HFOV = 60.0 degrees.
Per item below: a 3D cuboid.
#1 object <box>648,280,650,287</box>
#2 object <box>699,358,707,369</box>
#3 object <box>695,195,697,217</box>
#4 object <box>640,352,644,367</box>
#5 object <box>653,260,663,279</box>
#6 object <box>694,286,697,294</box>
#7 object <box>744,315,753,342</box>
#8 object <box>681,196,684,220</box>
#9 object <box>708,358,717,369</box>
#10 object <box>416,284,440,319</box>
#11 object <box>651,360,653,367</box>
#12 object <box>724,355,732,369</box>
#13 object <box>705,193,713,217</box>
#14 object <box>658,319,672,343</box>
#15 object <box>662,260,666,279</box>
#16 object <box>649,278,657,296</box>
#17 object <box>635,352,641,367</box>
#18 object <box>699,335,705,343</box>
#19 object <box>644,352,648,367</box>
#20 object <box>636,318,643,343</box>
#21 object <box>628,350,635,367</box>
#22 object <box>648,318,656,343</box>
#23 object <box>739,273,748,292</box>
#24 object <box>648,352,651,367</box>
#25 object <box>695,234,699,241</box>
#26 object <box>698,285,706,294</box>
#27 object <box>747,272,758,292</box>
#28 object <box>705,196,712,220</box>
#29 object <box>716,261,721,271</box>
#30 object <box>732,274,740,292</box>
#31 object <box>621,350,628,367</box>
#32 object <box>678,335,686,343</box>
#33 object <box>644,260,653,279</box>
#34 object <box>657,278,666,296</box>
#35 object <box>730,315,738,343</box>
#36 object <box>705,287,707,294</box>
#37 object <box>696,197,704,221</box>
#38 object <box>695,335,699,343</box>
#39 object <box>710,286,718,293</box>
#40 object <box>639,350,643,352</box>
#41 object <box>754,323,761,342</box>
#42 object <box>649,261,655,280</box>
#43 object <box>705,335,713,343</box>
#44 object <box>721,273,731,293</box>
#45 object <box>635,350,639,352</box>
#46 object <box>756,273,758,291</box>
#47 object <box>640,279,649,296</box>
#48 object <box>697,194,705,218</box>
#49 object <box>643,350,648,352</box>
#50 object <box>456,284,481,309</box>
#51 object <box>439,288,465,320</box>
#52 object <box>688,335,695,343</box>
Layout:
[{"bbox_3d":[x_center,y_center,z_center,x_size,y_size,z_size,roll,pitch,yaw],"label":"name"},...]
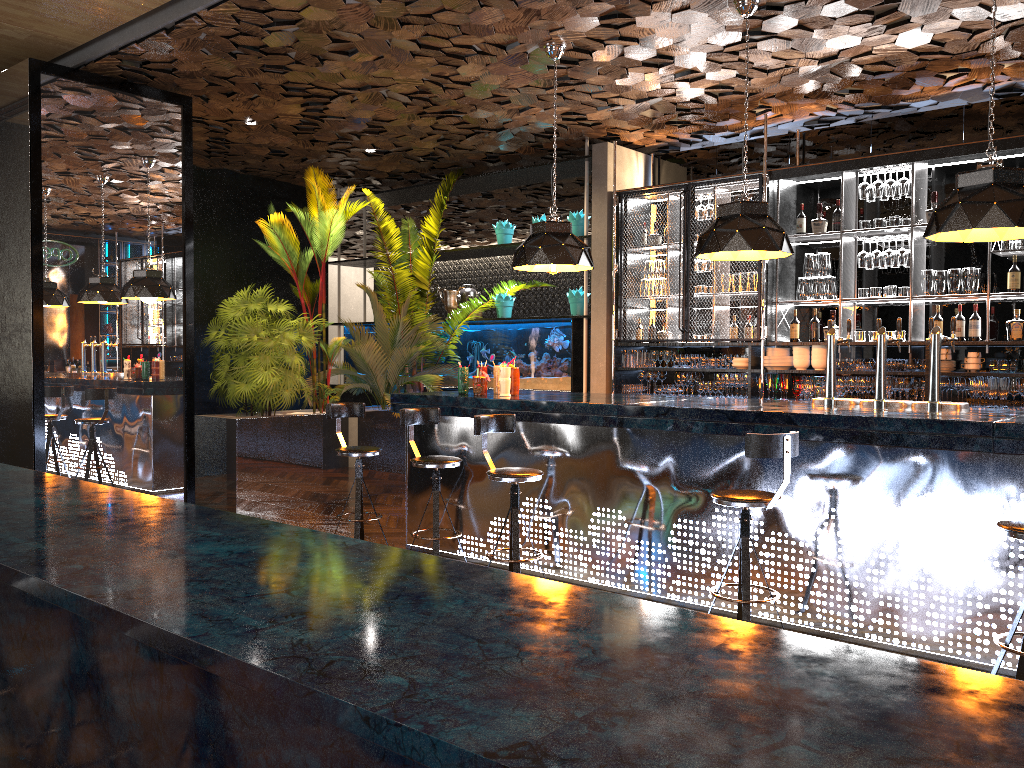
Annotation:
[{"bbox_3d":[1.387,-0.963,8.988,0.092,0.182,0.092,2,2,35],"label":"object"},{"bbox_3d":[1.778,-0.194,8.260,0.078,0.103,0.078,0,2,-7],"label":"object"},{"bbox_3d":[1.725,-1.687,8.452,0.081,0.213,0.081,-2,3,-44],"label":"object"},{"bbox_3d":[1.279,-0.240,8.768,0.058,0.152,0.051,2,3,44],"label":"object"},{"bbox_3d":[1.450,-1.139,8.805,0.092,0.182,0.092,2,2,35],"label":"object"},{"bbox_3d":[1.737,-0.896,8.523,0.077,0.080,0.077,1,2,19],"label":"object"},{"bbox_3d":[2.197,-0.510,8.226,0.075,0.260,0.075,0,2,-1],"label":"object"},{"bbox_3d":[1.652,-1.689,8.514,0.081,0.213,0.081,-2,3,-44],"label":"object"},{"bbox_3d":[1.849,-0.190,8.190,0.078,0.099,0.078,1,2,7],"label":"object"},{"bbox_3d":[-1.090,-1.008,11.074,0.250,0.472,0.458,-1,2,-23],"label":"object"},{"bbox_3d":[1.388,-0.244,8.910,0.058,0.152,0.051,-1,2,-26],"label":"object"},{"bbox_3d":[1.997,-0.205,8.186,0.074,0.131,0.074,-1,2,-37],"label":"object"},{"bbox_3d":[1.860,-1.682,8.337,0.081,0.213,0.081,-2,3,-44],"label":"object"},{"bbox_3d":[1.510,-0.521,8.758,0.108,0.244,0.108,-1,2,-36],"label":"object"},{"bbox_3d":[1.498,-1.141,8.869,0.092,0.182,0.092,2,2,35],"label":"object"},{"bbox_3d":[1.408,-0.958,8.837,0.092,0.182,0.092,2,2,35],"label":"object"},{"bbox_3d":[1.237,-0.239,8.726,0.058,0.152,0.051,-2,3,-45],"label":"object"},{"bbox_3d":[1.834,-0.430,8.527,0.077,0.080,0.077,0,2,6],"label":"object"},{"bbox_3d":[1.321,-0.241,8.812,0.058,0.152,0.051,0,2,2],"label":"object"},{"bbox_3d":[1.289,-0.537,8.968,0.075,0.261,0.075,0,2,-1],"label":"object"},{"bbox_3d":[1.187,-0.253,8.793,0.067,0.174,0.067,0,2,-11],"label":"object"},{"bbox_3d":[1.399,-0.533,8.839,0.075,0.260,0.075,0,2,-16],"label":"object"},{"bbox_3d":[2.141,-0.934,8.185,0.092,0.182,0.092,2,2,35],"label":"object"},{"bbox_3d":[1.362,-0.243,8.855,0.058,0.152,0.051,-1,2,-23],"label":"object"},{"bbox_3d":[1.756,-1.392,8.512,0.077,0.080,0.077,0,2,-14],"label":"object"},{"bbox_3d":[1.798,-0.891,8.402,0.077,0.080,0.077,2,2,36],"label":"object"},{"bbox_3d":[2.200,-0.931,8.107,0.092,0.182,0.092,2,2,35],"label":"object"},{"bbox_3d":[1.884,-1.688,8.506,0.081,0.213,0.081,-2,3,-44],"label":"object"},{"bbox_3d":[1.951,-1.186,8.464,0.081,0.213,0.081,-2,3,-44],"label":"object"},{"bbox_3d":[2.106,-0.938,8.315,0.092,0.182,0.092,2,2,35],"label":"object"},{"bbox_3d":[1.119,-0.254,8.836,0.067,0.174,0.067,-1,3,-41],"label":"object"},{"bbox_3d":[1.648,-0.433,8.588,0.077,0.080,0.077,0,2,-10],"label":"object"},{"bbox_3d":[1.367,-1.142,8.865,0.092,0.182,0.092,2,2,35],"label":"object"},{"bbox_3d":[1.478,-0.956,8.764,0.092,0.182,0.092,2,2,35],"label":"object"},{"bbox_3d":[2.078,-0.511,8.298,0.075,0.261,0.075,0,2,-1],"label":"object"},{"bbox_3d":[1.847,-0.896,8.558,0.077,0.080,0.077,0,2,5],"label":"object"},{"bbox_3d":[1.819,-1.690,8.562,0.081,0.213,0.081,-2,3,-44],"label":"object"},{"bbox_3d":[1.795,-0.435,8.657,0.077,0.080,0.077,0,2,-10],"label":"object"},{"bbox_3d":[1.931,-0.894,8.495,0.077,0.080,0.077,2,2,36],"label":"object"},{"bbox_3d":[1.287,-0.257,8.927,0.067,0.174,0.067,0,2,1],"label":"object"},{"bbox_3d":[2.262,-0.506,8.143,0.075,0.260,0.075,0,2,-1],"label":"object"},{"bbox_3d":[1.427,-1.144,8.943,0.092,0.182,0.092,2,2,35],"label":"object"},{"bbox_3d":[1.869,-0.427,8.425,0.077,0.080,0.077,1,2,29],"label":"object"},{"bbox_3d":[1.999,-0.937,8.274,0.092,0.182,0.092,2,2,35],"label":"object"},{"bbox_3d":[1.231,-0.255,8.856,0.067,0.174,0.067,-1,2,-24],"label":"object"},{"bbox_3d":[2.269,-0.932,8.173,0.092,0.182,0.092,2,2,35],"label":"object"},{"bbox_3d":[1.328,-0.961,8.904,0.092,0.182,0.092,2,2,35],"label":"object"},{"bbox_3d":[1.791,-1.685,8.396,0.081,0.213,0.081,-2,3,-44],"label":"object"},{"bbox_3d":[1.343,-0.259,8.993,0.067,0.174,0.067,0,2,-10],"label":"object"},{"bbox_3d":[-0.511,-1.030,10.463,0.290,0.292,0.278,0,2,-13],"label":"object"},{"bbox_3d":[-0.724,-0.962,10.766,0.232,0.398,0.378,0,2,-20],"label":"object"},{"bbox_3d":[1.720,-0.430,8.511,0.077,0.080,0.077,1,2,26],"label":"object"}]
